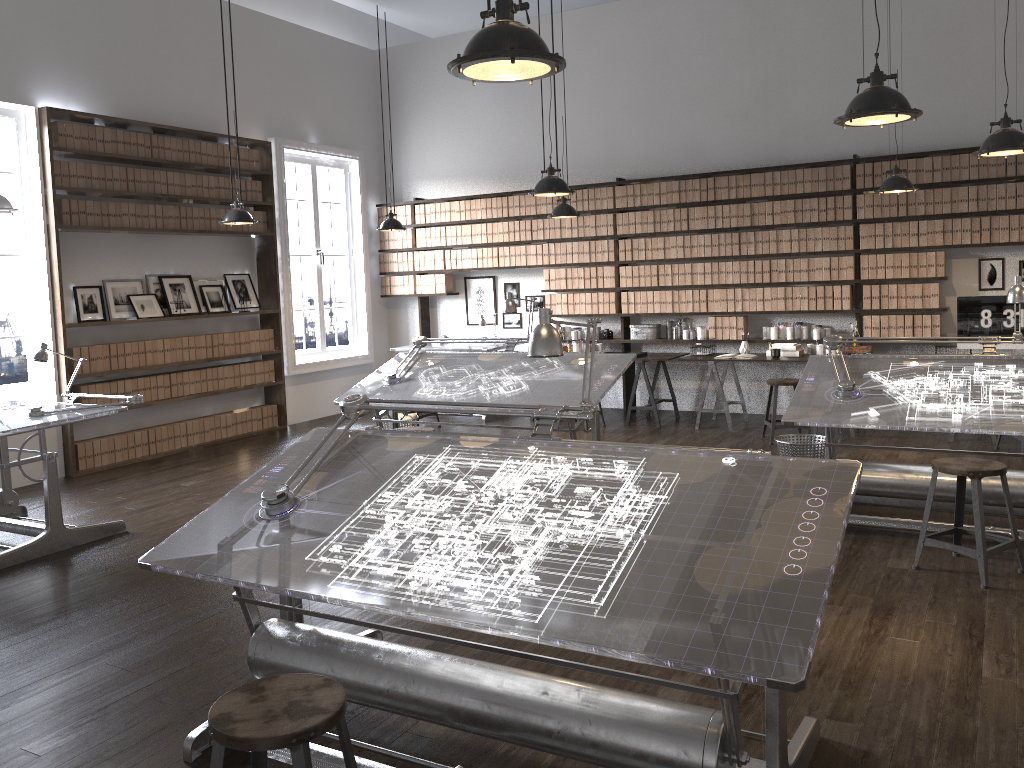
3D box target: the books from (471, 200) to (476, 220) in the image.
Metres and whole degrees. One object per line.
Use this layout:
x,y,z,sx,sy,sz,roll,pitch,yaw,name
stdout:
-0.395,-1.984,10.104,0.067,0.225,0.175,0,5,29,books

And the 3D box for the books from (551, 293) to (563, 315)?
0.497,-0.875,9.695,0.067,0.225,0.175,0,5,30,books

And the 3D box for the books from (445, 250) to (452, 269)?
-0.698,-1.443,10.320,0.067,0.225,0.175,0,5,29,books

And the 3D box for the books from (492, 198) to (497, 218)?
-0.155,-1.977,9.965,0.067,0.225,0.175,0,5,30,books

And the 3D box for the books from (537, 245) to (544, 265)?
0.343,-1.415,9.730,0.067,0.225,0.175,0,5,30,books

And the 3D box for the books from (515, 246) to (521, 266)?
0.111,-1.422,9.866,0.067,0.225,0.175,0,5,29,books

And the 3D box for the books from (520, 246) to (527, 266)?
0.167,-1.420,9.828,0.067,0.225,0.175,0,5,30,books

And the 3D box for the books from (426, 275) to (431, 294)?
-0.944,-1.182,10.485,0.067,0.225,0.175,0,5,29,books

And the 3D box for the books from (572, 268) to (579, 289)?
0.719,-1.138,9.547,0.067,0.225,0.175,0,5,30,books

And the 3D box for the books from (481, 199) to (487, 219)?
-0.275,-1.979,10.028,0.067,0.225,0.175,0,5,30,books

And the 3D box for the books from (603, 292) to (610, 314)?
1.036,-0.860,9.392,0.067,0.225,0.175,0,5,30,books

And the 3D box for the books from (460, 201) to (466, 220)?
-0.520,-1.986,10.168,0.067,0.225,0.175,0,5,30,books

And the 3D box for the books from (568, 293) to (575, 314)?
0.676,-0.870,9.594,0.067,0.225,0.175,0,5,30,books

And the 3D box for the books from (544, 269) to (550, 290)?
0.420,-1.145,9.710,0.067,0.225,0.175,0,5,29,books

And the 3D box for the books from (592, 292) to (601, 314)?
0.921,-0.863,9.450,0.067,0.225,0.175,0,5,30,books

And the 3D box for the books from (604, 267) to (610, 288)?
1.037,-1.129,9.365,0.067,0.225,0.175,0,5,30,books

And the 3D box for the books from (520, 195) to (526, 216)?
0.157,-1.969,9.792,0.067,0.225,0.175,0,5,30,books

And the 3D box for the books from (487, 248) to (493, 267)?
-0.204,-1.430,10.045,0.067,0.225,0.175,0,5,30,books

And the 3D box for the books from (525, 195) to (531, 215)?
0.219,-1.967,9.757,0.067,0.225,0.175,0,5,30,books

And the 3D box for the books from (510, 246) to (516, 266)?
0.049,-1.424,9.901,0.067,0.225,0.175,0,5,29,books

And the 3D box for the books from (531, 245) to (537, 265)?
0.281,-1.417,9.767,0.067,0.225,0.175,0,5,29,books

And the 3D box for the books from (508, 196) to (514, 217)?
0.034,-1.972,9.862,0.067,0.225,0.175,0,5,29,books

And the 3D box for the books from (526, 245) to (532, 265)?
0.227,-1.419,9.799,0.067,0.225,0.175,0,5,29,books

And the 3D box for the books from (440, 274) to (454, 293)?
-0.765,-1.177,10.384,0.067,0.225,0.175,0,5,30,books

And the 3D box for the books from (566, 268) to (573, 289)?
0.657,-1.139,9.582,0.067,0.225,0.175,0,5,30,books

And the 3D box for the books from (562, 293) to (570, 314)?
0.613,-0.871,9.625,0.067,0.225,0.175,0,5,29,books

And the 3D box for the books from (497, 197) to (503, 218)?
-0.096,-1.975,9.935,0.067,0.225,0.175,0,5,29,books

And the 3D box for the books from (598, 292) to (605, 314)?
0.978,-0.862,9.422,0.067,0.225,0.175,0,5,29,books

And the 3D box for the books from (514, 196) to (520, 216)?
0.093,-1.970,9.823,0.067,0.225,0.175,0,5,29,books

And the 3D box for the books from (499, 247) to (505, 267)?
-0.074,-1.427,9.971,0.067,0.225,0.175,0,5,30,books

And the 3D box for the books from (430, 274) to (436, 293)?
-0.889,-1.180,10.448,0.067,0.225,0.175,0,5,30,books

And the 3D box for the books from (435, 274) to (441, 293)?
-0.824,-1.179,10.420,0.067,0.225,0.175,0,5,30,books

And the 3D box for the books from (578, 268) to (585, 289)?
0.778,-1.135,9.509,0.067,0.225,0.175,0,5,29,books

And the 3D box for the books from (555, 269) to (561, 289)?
0.539,-1.142,9.647,0.067,0.225,0.175,0,5,30,books

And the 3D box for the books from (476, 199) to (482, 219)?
-0.336,-1.981,10.067,0.067,0.225,0.175,0,5,30,books

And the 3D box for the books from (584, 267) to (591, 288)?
0.843,-1.134,9.478,0.067,0.225,0.175,0,5,29,books

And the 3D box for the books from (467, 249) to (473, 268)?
-0.444,-1.436,10.176,0.067,0.225,0.175,0,5,29,books

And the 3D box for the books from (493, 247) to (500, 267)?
-0.142,-1.428,10.003,0.067,0.225,0.175,0,5,29,books

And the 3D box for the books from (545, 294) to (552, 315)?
0.436,-0.876,9.724,0.067,0.225,0.175,0,5,29,books

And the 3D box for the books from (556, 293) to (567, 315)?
0.551,-0.873,9.663,0.067,0.225,0.175,0,5,30,books

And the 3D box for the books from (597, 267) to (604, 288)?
0.972,-1.131,9.404,0.067,0.225,0.175,0,5,29,books

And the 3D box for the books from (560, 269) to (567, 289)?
0.595,-1.140,9.610,0.067,0.225,0.175,0,5,29,books

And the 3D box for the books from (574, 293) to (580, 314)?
0.738,-0.869,9.562,0.067,0.225,0.175,0,5,30,books

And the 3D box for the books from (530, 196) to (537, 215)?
0.275,-1.965,9.718,0.067,0.225,0.175,0,5,29,books

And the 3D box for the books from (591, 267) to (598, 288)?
0.905,-1.132,9.436,0.067,0.225,0.175,0,5,30,books

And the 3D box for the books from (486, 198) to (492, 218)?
-0.212,-1.978,9.992,0.067,0.225,0.175,0,5,29,books

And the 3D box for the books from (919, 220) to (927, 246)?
3.657,-1.333,7.860,0.067,0.225,0.175,0,5,30,books

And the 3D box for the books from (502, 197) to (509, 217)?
-0.035,-1.973,9.894,0.067,0.225,0.175,0,5,30,books

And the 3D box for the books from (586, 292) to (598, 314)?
0.858,-0.864,9.485,0.067,0.225,0.175,0,5,29,books

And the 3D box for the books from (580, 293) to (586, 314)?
0.797,-0.866,9.524,0.067,0.225,0.175,0,5,29,books

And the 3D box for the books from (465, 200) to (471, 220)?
-0.457,-1.985,10.137,0.067,0.225,0.175,0,5,29,books

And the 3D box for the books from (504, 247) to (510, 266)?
-0.014,-1.425,9.932,0.067,0.225,0.175,0,5,30,books

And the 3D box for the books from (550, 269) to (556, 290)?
0.484,-1.143,9.676,0.067,0.225,0.175,0,5,30,books

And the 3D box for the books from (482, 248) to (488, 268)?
-0.262,-1.432,10.075,0.067,0.225,0.175,0,5,29,books

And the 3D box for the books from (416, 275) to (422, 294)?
-1.064,-1.185,10.548,0.067,0.225,0.175,0,5,30,books

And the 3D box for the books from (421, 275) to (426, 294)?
-1.000,-1.183,10.514,0.067,0.225,0.175,0,5,29,books
